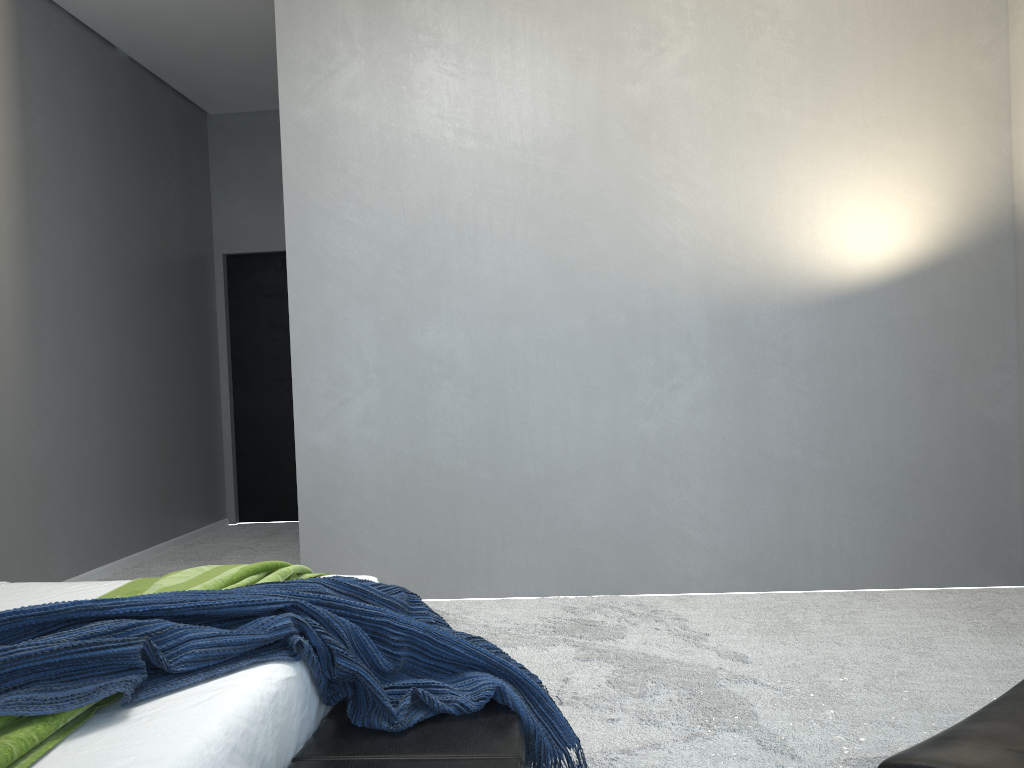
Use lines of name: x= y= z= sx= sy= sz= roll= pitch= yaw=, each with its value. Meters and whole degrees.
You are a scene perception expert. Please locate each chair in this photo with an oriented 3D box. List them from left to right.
chair: x=1.060 y=0.438 z=0.734 sx=0.638 sy=0.996 sz=1.282 roll=-3 pitch=1 yaw=-41

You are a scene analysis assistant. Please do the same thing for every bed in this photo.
bed: x=-1.282 y=0.567 z=1.747 sx=2.617 sy=0.934 sz=2.754 roll=-2 pitch=0 yaw=4

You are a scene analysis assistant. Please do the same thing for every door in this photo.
door: x=-1.252 y=0.006 z=6.384 sx=1.827 sy=2.051 sz=0.677 roll=-2 pitch=1 yaw=45

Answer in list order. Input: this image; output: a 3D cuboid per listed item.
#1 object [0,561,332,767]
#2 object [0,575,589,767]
object: x=-0.807 y=0.621 z=1.707 sx=0.646 sy=0.342 sz=2.301 roll=-2 pitch=0 yaw=4
object: x=-0.719 y=0.676 z=1.541 sx=2.152 sy=0.568 sz=0.685 roll=-2 pitch=0 yaw=-44
